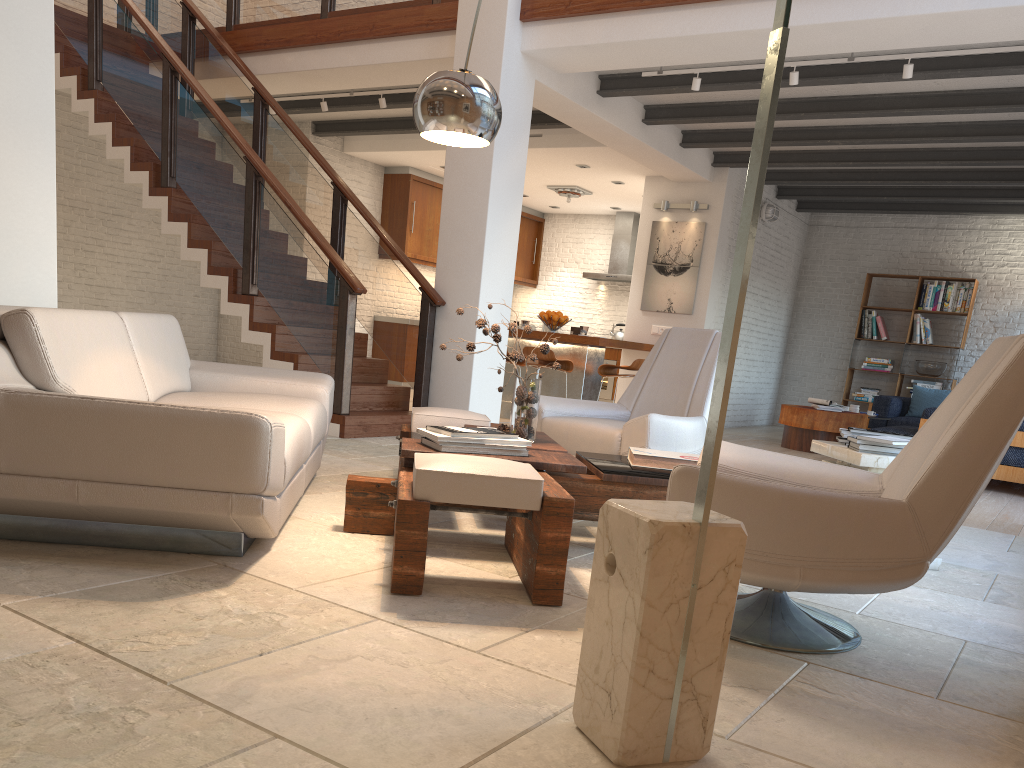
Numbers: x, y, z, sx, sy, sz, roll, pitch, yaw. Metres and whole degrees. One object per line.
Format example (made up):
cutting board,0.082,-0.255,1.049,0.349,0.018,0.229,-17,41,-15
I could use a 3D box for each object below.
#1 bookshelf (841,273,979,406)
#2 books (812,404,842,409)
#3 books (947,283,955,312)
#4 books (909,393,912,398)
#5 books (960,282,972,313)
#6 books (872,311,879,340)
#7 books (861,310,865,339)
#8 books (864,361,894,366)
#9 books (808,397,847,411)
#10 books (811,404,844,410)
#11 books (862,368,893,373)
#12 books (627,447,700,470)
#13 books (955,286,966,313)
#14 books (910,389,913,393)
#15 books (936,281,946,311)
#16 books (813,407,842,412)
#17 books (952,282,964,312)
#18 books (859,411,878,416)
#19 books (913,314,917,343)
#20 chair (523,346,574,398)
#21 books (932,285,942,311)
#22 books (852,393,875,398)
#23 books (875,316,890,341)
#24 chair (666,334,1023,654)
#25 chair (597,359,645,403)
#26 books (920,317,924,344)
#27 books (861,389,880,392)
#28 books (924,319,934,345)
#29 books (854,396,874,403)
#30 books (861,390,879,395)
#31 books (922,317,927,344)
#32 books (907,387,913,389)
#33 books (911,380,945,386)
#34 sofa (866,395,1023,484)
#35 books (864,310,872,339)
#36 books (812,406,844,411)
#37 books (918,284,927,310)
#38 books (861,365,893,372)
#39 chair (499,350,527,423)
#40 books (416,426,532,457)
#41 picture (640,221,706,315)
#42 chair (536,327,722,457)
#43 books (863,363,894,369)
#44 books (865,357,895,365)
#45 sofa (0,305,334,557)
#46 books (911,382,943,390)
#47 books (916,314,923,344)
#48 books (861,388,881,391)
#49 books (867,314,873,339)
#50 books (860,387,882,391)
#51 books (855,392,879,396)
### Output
bookshelf,5.267,-0.298,11.698,1.294,2.269,0.359,12,14,31
books,3.351,0.237,9.283,0.252,0.011,0.311,7,3,7
books,5.712,-1.104,11.307,0.020,0.370,0.268,15,12,33
books,5.510,0.178,11.624,0.376,0.066,0.240,8,4,19
books,5.846,-1.098,11.222,0.036,0.395,0.240,15,13,33
books,4.943,-0.792,11.846,0.119,0.393,0.240,14,13,32
books,4.825,-0.811,11.923,0.089,0.396,0.240,14,13,33
books,5.008,-0.276,11.893,0.350,0.021,0.269,8,4,31
books,3.386,0.224,9.351,0.274,0.112,0.313,4,5,-25
books,3.355,0.248,9.292,0.252,0.011,0.310,7,3,2
books,4.995,-0.182,11.909,0.350,0.021,0.269,8,4,32
books,0.690,0.340,3.897,0.326,0.058,0.248,7,4,3
books,5.800,-1.076,11.248,0.054,0.339,0.251,14,12,33
books,5.487,0.114,11.614,0.322,0.057,0.252,8,4,27
books,5.606,-1.132,11.359,0.036,0.395,0.240,15,13,33
books,3.361,0.270,9.294,0.251,0.011,0.312,7,3,12
books,5.768,-1.109,11.270,0.036,0.395,0.240,15,13,33
books,4.136,0.343,10.201,0.232,0.023,0.158,6,3,-10
books,5.382,-0.729,11.595,0.099,0.395,0.240,14,13,33
chair,0.292,0.045,8.431,0.397,0.798,0.416,13,13,32
books,5.575,-1.110,11.406,0.054,0.339,0.251,14,12,33
books,4.914,0.169,12.023,0.373,0.037,0.242,8,4,32
books,5.029,-0.750,11.825,0.191,0.328,0.251,13,11,32
chair,1.029,0.310,2.758,0.975,1.028,1.005,9,8,17
chair,1.090,0.128,8.564,0.415,0.798,0.398,13,13,32
books,5.448,-0.701,11.541,0.122,0.359,0.268,14,12,33
books,4.941,0.091,12.017,0.233,0.019,0.168,8,3,25
books,5.502,-0.684,11.503,0.155,0.339,0.251,13,12,32
books,4.922,0.218,12.016,0.319,0.057,0.254,9,5,42
books,4.939,0.118,12.014,0.202,0.035,0.131,8,4,32
books,5.471,-0.698,11.537,0.122,0.359,0.268,14,12,33
books,5.512,0.077,11.607,0.437,0.021,0.269,8,4,32
books,5.533,-0.016,11.595,0.373,0.037,0.242,8,4,32
sofa,4.653,0.544,9.287,2.044,0.679,3.914,9,4,33
books,4.861,-0.807,11.911,0.089,0.396,0.240,14,13,33
books,3.369,0.260,9.306,0.252,0.011,0.310,7,3,2
books,5.433,-1.131,11.494,0.054,0.339,0.251,14,12,33
books,4.987,-0.212,11.902,0.374,0.037,0.241,8,4,27
chair,-0.155,-0.020,8.708,0.397,0.798,0.416,13,13,32
books,-0.144,0.220,3.397,0.402,0.076,0.243,5,4,-25
picture,1.852,-1.344,10.065,0.643,1.046,0.020,12,14,31
chair,0.730,0.158,5.006,0.969,1.046,1.000,-1,11,-40
books,4.996,-0.247,11.882,0.375,0.037,0.241,8,4,26
books,5.018,-0.313,11.878,0.321,0.057,0.253,9,4,35
sofa,-1.423,0.108,3.700,1.146,0.776,2.264,6,4,-7
books,5.533,0.036,11.608,0.375,0.066,0.241,8,4,26
books,5.400,-0.724,11.556,0.101,0.395,0.240,14,13,33
books,4.944,0.078,12.005,0.238,0.008,0.154,8,4,32
books,4.911,-0.775,11.906,0.100,0.344,0.251,14,12,33
books,4.940,0.065,11.989,0.248,0.017,0.161,8,4,32
books,4.925,0.144,12.000,0.375,0.019,0.241,8,3,25
